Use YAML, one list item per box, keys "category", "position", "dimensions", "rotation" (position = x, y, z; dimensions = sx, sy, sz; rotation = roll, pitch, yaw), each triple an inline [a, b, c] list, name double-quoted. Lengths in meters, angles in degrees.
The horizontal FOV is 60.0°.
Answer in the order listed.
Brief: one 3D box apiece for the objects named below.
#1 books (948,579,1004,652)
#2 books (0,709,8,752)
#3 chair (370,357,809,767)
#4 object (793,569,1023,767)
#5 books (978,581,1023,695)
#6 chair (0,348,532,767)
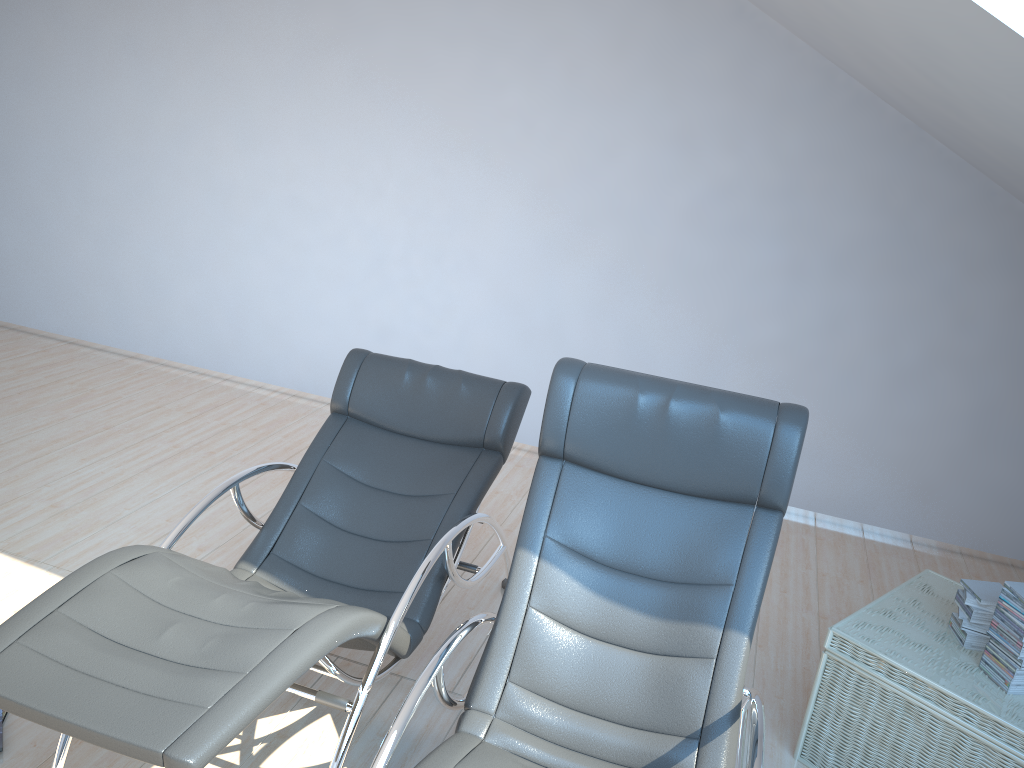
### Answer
- category: "books"
  position: [1.508, 0.745, 2.842]
  dimensions: [0.162, 0.184, 0.165]
  rotation: [12, 18, 13]
- category: "books"
  position: [-0.821, 1.443, 1.269]
  dimensions: [1.045, 0.222, 4.790]
  rotation: [2, 18, -17]
- category: "chair"
  position: [0.170, 0.783, 2.045]
  dimensions: [0.836, 1.251, 1.938]
  rotation: [12, 18, 15]
- category: "object"
  position: [1.489, 1.082, 2.891]
  dimensions: [0.744, 0.518, 0.745]
  rotation: [-9, 24, -42]
- category: "books"
  position: [1.512, 0.753, 2.622]
  dimensions: [0.149, 0.300, 0.149]
  rotation: [3, 18, -13]
- category: "chair"
  position: [-0.616, 0.594, 2.805]
  dimensions: [0.836, 0.953, 2.114]
  rotation: [12, 18, 15]
